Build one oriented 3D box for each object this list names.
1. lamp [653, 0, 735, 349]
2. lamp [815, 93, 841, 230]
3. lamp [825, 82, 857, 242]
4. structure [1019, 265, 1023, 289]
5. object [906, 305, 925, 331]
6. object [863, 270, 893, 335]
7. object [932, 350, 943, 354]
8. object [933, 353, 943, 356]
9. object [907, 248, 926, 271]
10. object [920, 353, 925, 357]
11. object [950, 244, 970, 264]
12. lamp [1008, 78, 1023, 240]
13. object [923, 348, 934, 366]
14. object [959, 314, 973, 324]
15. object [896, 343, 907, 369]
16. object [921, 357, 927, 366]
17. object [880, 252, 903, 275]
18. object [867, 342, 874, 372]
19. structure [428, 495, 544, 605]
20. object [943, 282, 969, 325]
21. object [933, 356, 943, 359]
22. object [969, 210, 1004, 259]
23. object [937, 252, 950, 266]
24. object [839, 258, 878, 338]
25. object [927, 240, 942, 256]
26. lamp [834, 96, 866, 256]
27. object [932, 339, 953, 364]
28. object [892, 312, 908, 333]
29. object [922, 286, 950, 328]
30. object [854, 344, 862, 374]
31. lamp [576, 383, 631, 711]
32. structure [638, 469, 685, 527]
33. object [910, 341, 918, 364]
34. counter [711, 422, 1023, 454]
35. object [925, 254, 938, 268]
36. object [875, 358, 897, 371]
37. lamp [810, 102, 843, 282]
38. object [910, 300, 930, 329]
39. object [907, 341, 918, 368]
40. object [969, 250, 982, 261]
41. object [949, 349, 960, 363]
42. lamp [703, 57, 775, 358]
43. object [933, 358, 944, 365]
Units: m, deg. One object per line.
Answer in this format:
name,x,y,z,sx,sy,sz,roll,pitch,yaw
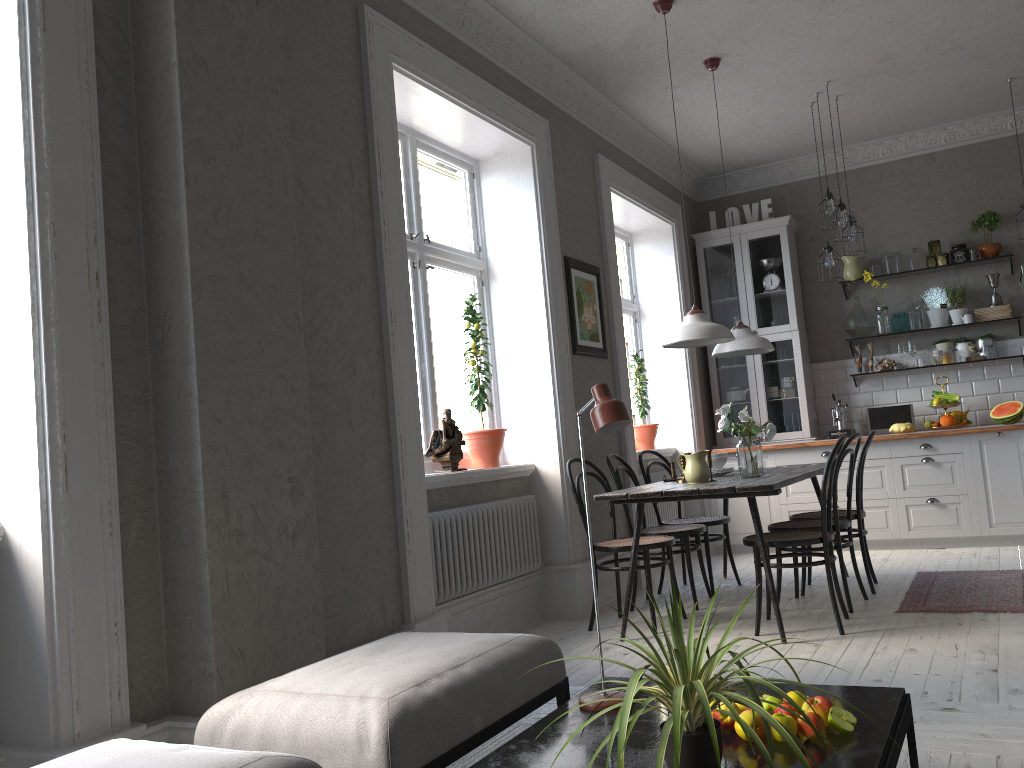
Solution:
lamp,0.892,-1.129,4.687,0.386,1.858,0.373,-3,-5,-25
lamp,2.157,-1.951,6.239,0.145,1.734,0.148,-6,-4,15
lamp,2.173,-1.837,6.045,0.148,1.734,0.145,-4,-4,-15
structure,3.283,-1.439,5.194,0.700,1.595,0.724,-7,-5,28
object,3.286,-0.534,7.219,0.127,0.206,0.122,-1,-6,-39
object,3.015,-0.673,7.303,0.189,0.539,0.284,-7,-5,20
object,3.417,-0.240,7.105,0.076,0.051,0.078,-6,-5,14
object,3.419,-0.215,7.103,0.079,0.051,0.075,-1,-6,-43
object,3.356,-1.023,7.353,0.141,0.220,0.138,-4,-4,-13
object,3.391,-0.215,7.254,0.079,0.083,0.076,-1,-6,-44
object,3.618,-1.041,7.154,0.139,0.174,0.144,-7,-5,28
lamp,3.563,-1.890,6.278,0.149,1.734,0.144,-2,-5,-30
object,3.381,-0.215,7.173,0.079,0.139,0.079,-5,-4,1
object,3.614,-0.514,7.018,0.064,0.071,0.104,-2,-5,-32
object,3.226,-0.228,7.324,0.081,0.217,0.082,-6,-4,14
object,3.393,-0.182,7.251,0.079,0.083,0.076,-1,-6,-44
object,3.156,-0.988,7.348,0.175,0.184,0.169,-3,-5,-23
object,3.009,-0.222,7.419,0.062,0.264,0.052,-3,-5,-26
structure,-0.170,0.830,4.538,0.146,0.428,1.244,-7,-5,27
object,3.574,-0.657,7.116,0.185,0.380,0.168,-4,-4,-11
object,3.421,-0.198,7.102,0.076,0.051,0.078,-7,-5,21
object,3.787,-1.179,7.016,0.246,0.397,0.255,-2,-6,-37
object,3.489,-0.998,7.162,0.081,0.113,0.084,-8,-6,38
object,2.879,-0.720,7.426,0.335,0.674,0.337,-5,-4,-4
object,3.429,-1.103,7.187,0.082,0.113,0.083,-6,-4,8
lamp,2.343,-1.780,6.315,0.145,1.734,0.148,-6,-4,15
object,3.508,-0.265,7.203,0.156,0.216,0.157,-6,-4,8
object,3.224,-0.502,7.353,0.124,0.172,0.128,-8,-5,31
object,3.485,-0.628,7.221,0.239,0.354,0.240,-1,-6,-44
object,2.926,-0.209,7.480,0.053,0.264,0.061,-5,-4,-1
lamp,0.233,0.421,2.314,0.140,0.839,0.247,-3,-5,-26
structure,1.078,0.897,6.795,0.146,0.428,1.244,-7,-5,27
object,3.299,-0.238,7.281,0.081,0.217,0.082,-6,-4,14
counter,2.498,0.368,5.839,3.107,0.039,3.450,-8,-5,28
object,3.415,-0.988,7.205,0.081,0.113,0.084,-7,-5,28
object,3.093,-0.160,7.345,0.176,0.111,0.096,-5,-4,5
lamp,2.207,-1.602,6.385,0.147,1.734,0.146,-5,-4,-5
object,3.377,-0.561,7.345,0.129,0.264,0.134,-8,-5,33
object,3.258,-0.241,7.200,0.081,0.217,0.082,-6,-4,14
object,3.669,-1.017,7.013,0.092,0.096,0.076,-7,-5,28
object,3.547,-0.221,7.099,0.076,0.108,0.079,-7,-5,21
lamp,1.333,-1.106,5.483,0.372,1.858,0.387,-8,-5,35
object,3.422,-0.181,7.100,0.076,0.051,0.078,-7,-5,21
